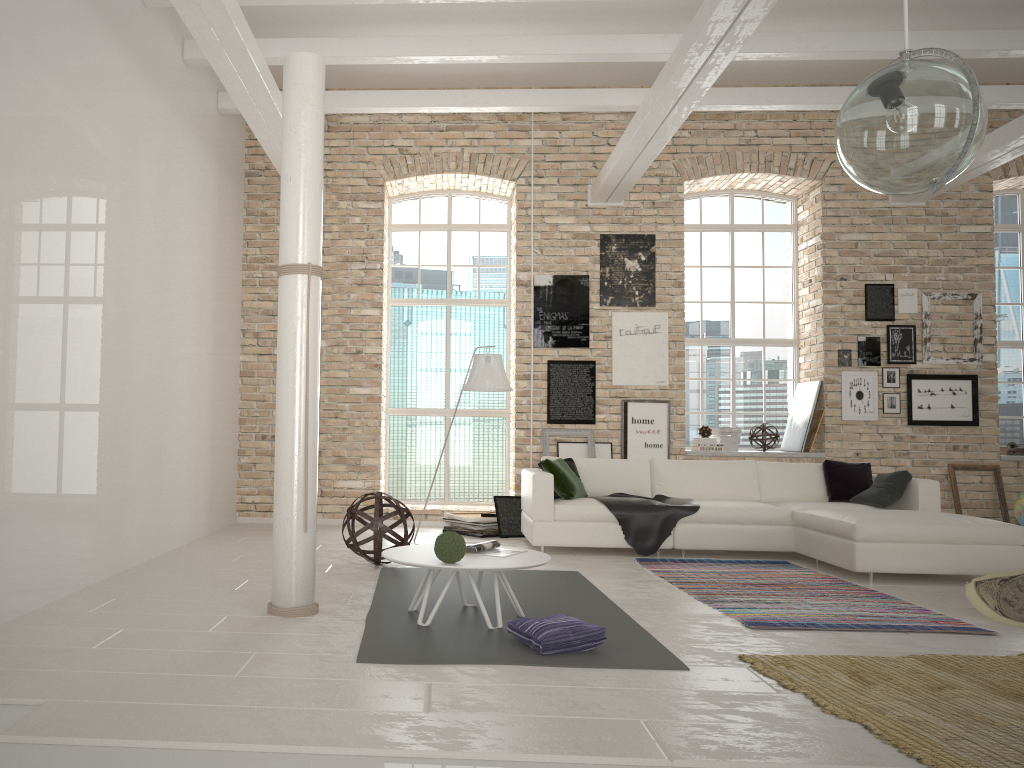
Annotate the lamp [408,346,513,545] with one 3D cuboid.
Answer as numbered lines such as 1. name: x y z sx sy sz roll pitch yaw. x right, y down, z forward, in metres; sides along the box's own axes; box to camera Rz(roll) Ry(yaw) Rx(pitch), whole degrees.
1. lamp: -0.461 0.552 7.999 1.068 1.775 0.422 -2 -4 34

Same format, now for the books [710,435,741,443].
1. books: 2.342 0.606 9.804 0.236 0.088 0.320 1 -3 -7

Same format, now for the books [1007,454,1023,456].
1. books: 5.311 0.750 9.442 0.257 0.025 0.201 1 -3 1

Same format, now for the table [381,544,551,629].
1. table: -0.252 1.090 4.806 0.944 0.342 0.878 0 -3 14

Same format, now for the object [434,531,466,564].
1. object: -0.311 0.823 4.491 0.153 0.164 0.172 2 -4 -24

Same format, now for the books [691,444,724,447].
1. books: 2.084 0.654 9.516 0.270 0.024 0.219 1 -3 -3

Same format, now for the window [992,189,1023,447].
1. window: 6.161 -1.008 4.320 1.429 2.989 11.424 1 -3 -4

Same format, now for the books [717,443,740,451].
1. books: 2.341 0.688 9.798 0.241 0.088 0.313 1 -3 3

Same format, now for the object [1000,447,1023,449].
1. object: 5.320 0.677 9.440 0.215 0.021 0.158 1 -3 0

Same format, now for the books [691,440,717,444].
1. books: 2.051 0.624 9.533 0.198 0.041 0.200 2 -3 -14

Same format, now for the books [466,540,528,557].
1. books: -0.146 0.904 4.941 0.396 0.048 0.287 -1 -4 29

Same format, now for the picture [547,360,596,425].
1. picture: 0.632 0.089 9.510 0.515 0.681 0.064 0 -3 3

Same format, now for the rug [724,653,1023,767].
1. rug: 2.201 1.212 3.385 2.182 0.021 1.550 1 -3 -5

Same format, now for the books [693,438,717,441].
1. books: 2.058 0.589 9.534 0.180 0.030 0.180 1 -3 -12

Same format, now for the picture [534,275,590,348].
1. picture: 0.531 -0.778 9.553 0.595 0.785 0.036 0 -3 3

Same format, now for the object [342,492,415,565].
1. object: -1.004 1.085 6.709 0.512 0.543 0.571 2 -4 -25

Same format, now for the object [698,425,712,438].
1. object: 2.077 0.513 9.587 0.150 0.137 0.135 -1 -4 27

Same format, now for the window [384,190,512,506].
1. window: -0.292 -0.748 4.681 1.429 3.655 11.424 1 -3 -4

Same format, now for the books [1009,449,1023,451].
1. books: 5.321 0.700 9.449 0.256 0.026 0.204 1 -3 -4

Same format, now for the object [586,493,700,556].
1. object: 1.094 1.195 7.657 0.896 0.464 0.776 1 -3 -2

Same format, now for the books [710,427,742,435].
1. books: 2.334 0.520 9.803 0.293 0.085 0.238 2 -3 -19

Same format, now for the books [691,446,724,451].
1. books: 2.081 0.690 9.514 0.276 0.048 0.219 1 -3 -3

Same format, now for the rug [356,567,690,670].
1. rug: -0.102 1.283 5.164 1.436 0.041 2.720 1 -3 -4

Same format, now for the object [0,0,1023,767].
1. object: 2.518 -1.091 4.566 10.178 4.799 11.823 1 -3 -1

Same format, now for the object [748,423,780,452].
1. object: 2.683 0.568 9.497 0.300 0.307 0.312 1 -3 -10

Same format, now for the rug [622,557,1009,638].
1. rug: 1.732 1.355 5.889 1.406 0.008 2.686 1 -3 -4

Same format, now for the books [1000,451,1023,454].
1. books: 5.311 0.725 9.447 0.255 0.029 0.203 1 -3 -1

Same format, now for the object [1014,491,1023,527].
1. object: 4.748 1.209 7.951 0.478 0.631 0.417 -2 -4 40

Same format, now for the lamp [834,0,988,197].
1. lamp: 1.506 -1.492 3.413 0.520 1.599 0.484 0 -3 14

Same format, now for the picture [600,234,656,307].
1. picture: 1.237 -1.216 9.551 0.593 0.784 0.036 0 -3 3

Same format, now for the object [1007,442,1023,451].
1. object: 5.354 0.660 9.457 0.101 0.090 0.446 -2 -4 41

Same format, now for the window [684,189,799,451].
1. window: 2.951 -1.044 4.509 1.429 2.989 11.424 1 -3 -4
